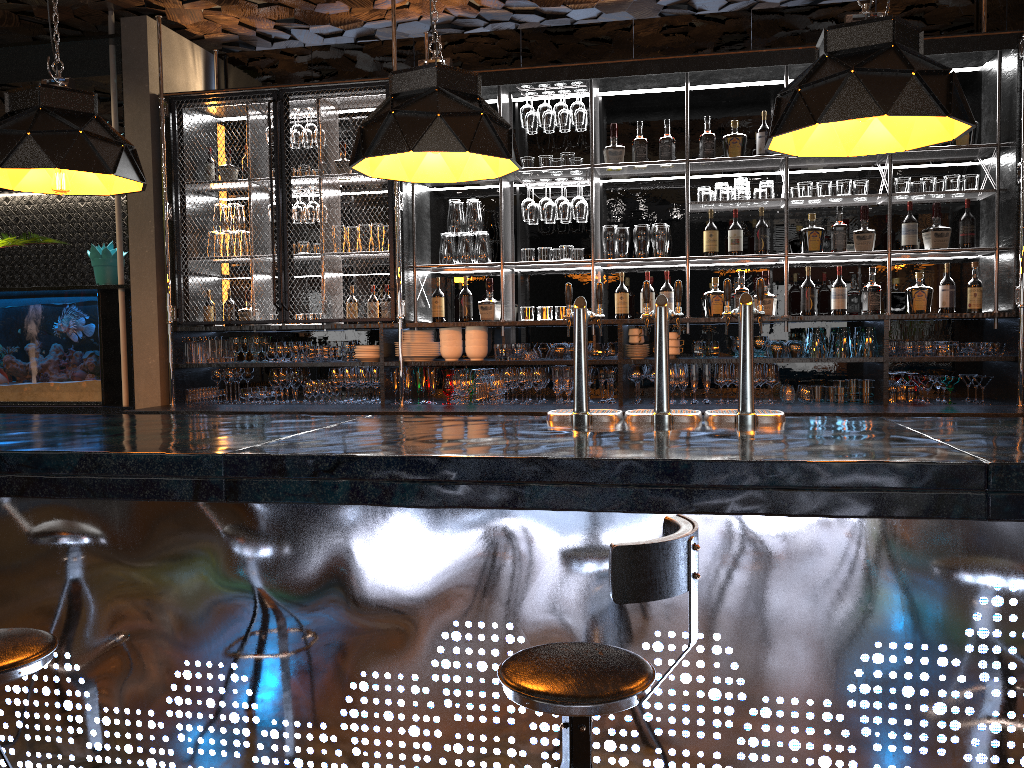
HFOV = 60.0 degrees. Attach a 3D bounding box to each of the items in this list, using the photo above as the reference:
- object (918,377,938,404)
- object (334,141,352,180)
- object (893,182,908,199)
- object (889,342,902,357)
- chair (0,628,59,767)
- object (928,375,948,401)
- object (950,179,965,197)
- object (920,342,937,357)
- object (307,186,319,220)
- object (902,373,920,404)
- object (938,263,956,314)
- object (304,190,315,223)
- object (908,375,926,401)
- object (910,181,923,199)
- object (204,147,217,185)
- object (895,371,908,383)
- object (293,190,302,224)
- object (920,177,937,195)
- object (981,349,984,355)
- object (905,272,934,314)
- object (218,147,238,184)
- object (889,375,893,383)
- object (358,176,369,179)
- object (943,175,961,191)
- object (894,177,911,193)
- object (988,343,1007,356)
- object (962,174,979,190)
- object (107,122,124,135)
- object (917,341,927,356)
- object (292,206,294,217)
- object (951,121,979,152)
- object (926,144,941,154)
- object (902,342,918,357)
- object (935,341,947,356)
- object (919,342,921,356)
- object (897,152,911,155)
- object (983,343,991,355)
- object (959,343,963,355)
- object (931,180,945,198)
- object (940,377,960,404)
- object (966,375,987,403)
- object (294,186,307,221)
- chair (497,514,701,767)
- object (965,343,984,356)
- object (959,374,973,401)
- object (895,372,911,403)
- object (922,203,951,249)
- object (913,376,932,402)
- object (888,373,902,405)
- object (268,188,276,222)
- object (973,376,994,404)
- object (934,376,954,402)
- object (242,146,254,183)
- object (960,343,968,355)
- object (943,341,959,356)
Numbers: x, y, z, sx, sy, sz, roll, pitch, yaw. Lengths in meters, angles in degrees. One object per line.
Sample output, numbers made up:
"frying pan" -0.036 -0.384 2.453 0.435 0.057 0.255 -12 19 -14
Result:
"object" 2.366 0.038 5.045 0.106 0.148 0.106 1 4 30
"object" -1.106 -1.465 5.816 0.108 0.244 0.108 -1 3 0
"object" 2.302 -1.145 5.241 0.089 0.092 0.089 -3 4 -34
"object" 2.174 -0.196 5.043 0.084 0.082 0.084 -1 3 4
"chair" -1.222 0.843 2.004 0.476 1.108 0.419 0 3 11
"object" 2.523 0.024 5.251 0.106 0.148 0.106 -3 4 -40
"object" 2.613 -1.147 5.202 0.089 0.092 0.089 -3 4 -39
"object" 2.349 -0.196 5.005 0.084 0.082 0.084 1 4 29
"object" -1.299 -1.182 5.788 0.081 0.213 0.081 0 3 17
"object" 2.283 0.025 5.075 0.089 0.174 0.089 -3 4 -28
"object" 2.533 -0.554 5.164 0.086 0.298 0.086 -3 4 -30
"object" -1.360 -1.189 5.947 0.081 0.213 0.081 0 3 17
"object" 2.411 0.024 5.274 0.106 0.148 0.106 1 4 30
"object" 2.405 -1.147 5.256 0.089 0.092 0.089 -1 3 -3
"object" -2.052 -1.478 6.029 0.075 0.260 0.075 -3 4 -30
"object" 2.314 0.014 5.268 0.089 0.174 0.089 -3 4 -28
"object" -1.445 -1.189 5.963 0.081 0.213 0.081 0 3 17
"object" 2.399 -1.139 5.110 0.089 0.092 0.089 0 3 10
"object" 2.729 -0.203 5.121 0.098 0.070 0.088 -3 4 -32
"object" 2.379 -0.528 5.181 0.151 0.248 0.094 0 3 20
"object" -1.907 -1.467 5.961 0.108 0.244 0.108 -1 3 0
"object" 2.195 0.023 5.129 0.089 0.174 0.089 -3 4 -28
"object" -0.971 -1.468 5.789 0.073 0.246 0.072 -1 3 -4
"object" 2.505 -1.137 5.051 0.089 0.092 0.089 -3 4 -39
"object" 2.251 -1.137 5.109 0.089 0.092 0.089 -1 3 -3
"object" 2.693 -0.192 4.924 0.088 0.070 0.098 0 3 21
"object" 2.605 -1.138 5.037 0.089 0.092 0.089 -1 3 -3
"object" -2.790 -1.624 6.054 0.265 0.325 0.245 -1 3 5
"object" 2.384 -0.207 5.195 0.084 0.082 0.084 0 3 9
"object" -1.473 -1.181 5.822 0.081 0.213 0.081 0 3 17
"object" 2.594 -1.462 5.085 0.151 0.248 0.094 2 4 40
"object" 2.443 -1.489 5.146 0.086 0.298 0.086 -3 4 -30
"object" 2.253 -0.196 5.025 0.084 0.082 0.084 0 3 12
"object" 2.467 -0.203 5.081 0.084 0.082 0.084 0 3 17
"object" 2.386 -0.202 5.097 0.084 0.082 0.084 2 4 39
"object" 2.276 -1.487 5.150 0.086 0.299 0.086 -3 4 -30
"object" 2.709 -0.197 5.020 0.098 0.070 0.088 2 4 38
"object" 2.645 -0.205 5.185 0.088 0.070 0.098 -1 3 -4
"object" 2.504 -1.146 5.211 0.089 0.092 0.089 -1 3 -3
"object" 2.481 0.037 5.024 0.106 0.148 0.106 0 3 21
"object" 2.661 0.029 5.085 0.107 0.152 0.107 1 3 25
"object" -1.388 -1.181 5.806 0.081 0.213 0.081 0 3 17
"chair" 0.162 0.832 1.834 0.476 1.108 0.419 1 3 26
"object" 2.603 -0.194 4.992 0.098 0.070 0.088 -4 4 -43
"object" 2.682 0.022 5.212 0.107 0.152 0.107 0 3 17
"object" 2.281 0.019 5.175 0.089 0.174 0.089 -3 4 -28
"object" 2.456 -0.906 5.131 0.123 0.279 0.123 -1 3 0
"object" 2.390 0.031 5.159 0.106 0.148 0.106 2 4 43
"object" 2.166 0.029 5.038 0.089 0.174 0.089 -3 4 -28
"object" -1.567 -1.180 5.841 0.081 0.213 0.081 0 3 17
"object" 2.639 0.036 4.970 0.107 0.152 0.107 1 4 37
"object" 2.503 0.030 5.138 0.106 0.148 0.106 2 4 40
"object" -1.771 -1.478 5.948 0.075 0.261 0.075 -3 4 -30
"object" 2.623 -0.200 5.087 0.088 0.070 0.098 1 4 34
"object" 2.466 -0.197 4.981 0.084 0.082 0.084 -1 3 -7
